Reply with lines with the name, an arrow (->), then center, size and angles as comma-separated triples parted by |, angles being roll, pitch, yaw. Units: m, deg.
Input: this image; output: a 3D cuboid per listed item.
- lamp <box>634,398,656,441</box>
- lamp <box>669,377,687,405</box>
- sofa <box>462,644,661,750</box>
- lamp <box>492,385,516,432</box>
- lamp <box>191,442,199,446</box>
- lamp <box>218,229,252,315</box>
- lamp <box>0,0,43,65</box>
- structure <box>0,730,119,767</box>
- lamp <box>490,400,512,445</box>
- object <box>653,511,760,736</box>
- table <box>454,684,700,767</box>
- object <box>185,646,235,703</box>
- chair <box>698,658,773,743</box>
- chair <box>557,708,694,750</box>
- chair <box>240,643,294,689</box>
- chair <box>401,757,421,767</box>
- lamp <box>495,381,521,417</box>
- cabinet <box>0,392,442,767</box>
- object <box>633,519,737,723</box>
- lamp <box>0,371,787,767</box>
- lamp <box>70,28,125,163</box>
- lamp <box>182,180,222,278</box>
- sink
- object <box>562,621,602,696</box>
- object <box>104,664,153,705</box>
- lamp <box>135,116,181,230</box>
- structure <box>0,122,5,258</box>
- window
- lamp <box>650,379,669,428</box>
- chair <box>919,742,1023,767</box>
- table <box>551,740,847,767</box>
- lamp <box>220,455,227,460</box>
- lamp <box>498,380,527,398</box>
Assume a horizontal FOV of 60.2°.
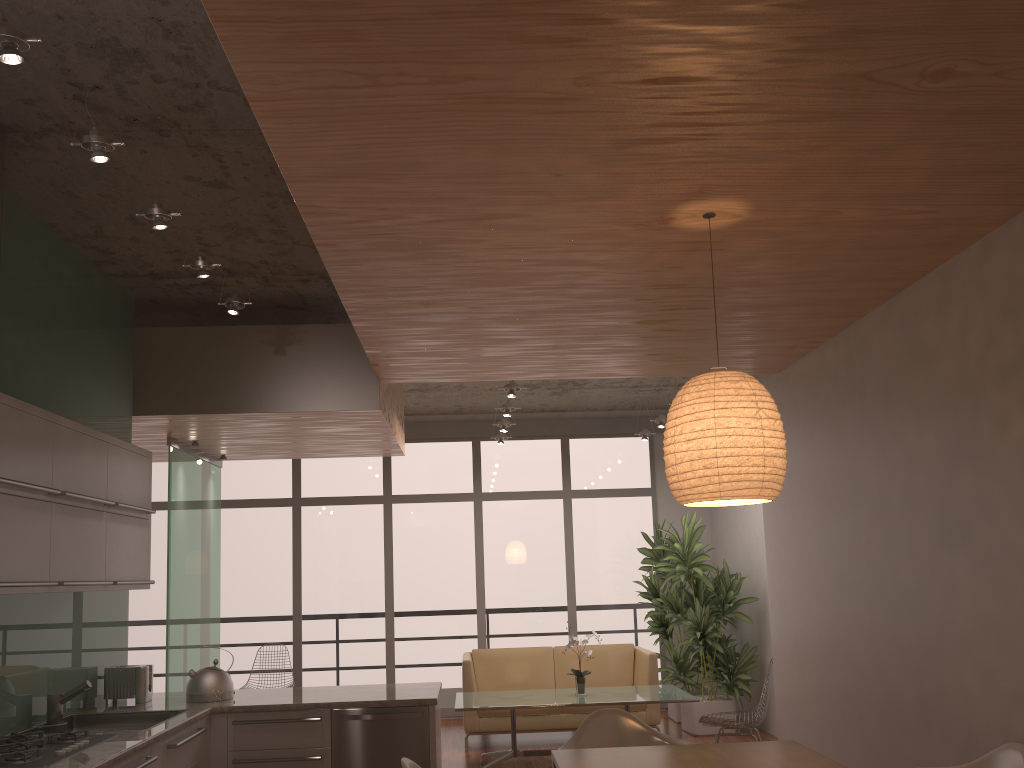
lamp -> 1.410, 0.367, 9.408 | 0.199, 0.477, 0.135 | 4, -9, -35
lamp -> 1.487, 0.010, 7.781 | 0.199, 0.477, 0.135 | 4, -9, -35
sofa -> 0.433, 2.940, 8.399 | 1.800, 0.827, 0.892 | -1, -10, -3
lamp -> -0.080, 0.224, 8.529 | 0.199, 0.477, 0.135 | 4, -9, -35
lamp -> -2.390, 0.239, 6.676 | 0.103, 0.464, 0.155 | 2, -9, -30
lamp -> -1.448, -0.593, 4.614 | 0.153, 0.464, 0.104 | 3, -9, -35
lamp -> -1.342, -1.087, 2.360 | 0.153, 0.464, 0.104 | 3, -9, -35
structure -> -1.961, 1.463, 3.557 | 0.489, 0.038, 0.687 | -1, -12, -3
lamp -> -0.119, 0.402, 9.342 | 0.199, 0.477, 0.135 | 4, -9, -35
object -> 1.901, 2.301, 8.597 | 0.969, 2.079, 1.092 | -3, -8, 10
table -> 0.486, 2.797, 7.112 | 1.869, 0.552, 0.954 | -1, -11, -3
object -> -1.718, 1.641, 5.019 | 0.263, 0.301, 0.265 | -4, -10, 13
chair -> 1.631, 2.419, 6.325 | 0.563, 0.889, 0.548 | -5, -9, 17
chair -> 0.572, 1.988, 4.095 | 0.683, 0.850, 0.653 | 1, -9, -18
chair -> -2.548, 3.185, 9.220 | 0.543, 0.889, 0.569 | -2, -9, -3
chair -> -0.087, 1.842, 3.324 | 0.642, 0.850, 0.694 | -1, -9, -8
lamp -> -0.042, 0.046, 7.715 | 0.199, 0.477, 0.135 | 4, -9, -35
cabinet -> -1.314, 1.177, 3.370 | 1.913, 2.244, 4.310 | -1, -11, -3
object -> 1.855, 2.448, 9.267 | 1.084, 2.079, 0.976 | -4, -8, 15
lamp -> -0.705, 0.904, 4.039 | 3.214, 1.330, 3.115 | -1, -11, -3
lamp -> -1.368, -0.964, 2.922 | 0.153, 0.464, 0.104 | 3, -9, -35
lamp -> -1.421, -0.717, 4.050 | 0.153, 0.464, 0.104 | 3, -9, -35
sink -> -1.971, 1.632, 4.291 | 0.616, 0.378, 0.653 | -1, -11, -3
object -> 0.553, 2.224, 7.157 | 0.298, 0.582, 0.376 | -1, -9, -8
object -> -2.165, 1.702, 5.002 | 0.237, 0.199, 0.155 | -1, -9, -3
lamp -> -1.395, -0.840, 3.486 | 0.153, 0.464, 0.104 | 3, -9, -35
structure -> -2.138, -0.515, 3.349 | 0.255, 1.119, 0.265 | -2, -7, -3
window -> -2.398, 2.091, 9.836 | 8.556, 3.241, 0.063 | -1, -7, -2
lamp -> 1.448, 0.189, 8.595 | 0.199, 0.477, 0.135 | 4, -9, -35
chair -> 1.582, 1.765, 3.222 | 0.642, 0.850, 0.694 | -1, -9, -3
table -> 0.737, 1.688, 2.629 | 1.025, 0.798, 2.105 | -1, -12, -3
lamp -> -2.426, 0.405, 7.432 | 0.103, 0.464, 0.155 | 2, -9, -30
lamp -> -0.004, -0.133, 6.902 | 0.199, 0.477, 0.135 | 4, -9, -35
